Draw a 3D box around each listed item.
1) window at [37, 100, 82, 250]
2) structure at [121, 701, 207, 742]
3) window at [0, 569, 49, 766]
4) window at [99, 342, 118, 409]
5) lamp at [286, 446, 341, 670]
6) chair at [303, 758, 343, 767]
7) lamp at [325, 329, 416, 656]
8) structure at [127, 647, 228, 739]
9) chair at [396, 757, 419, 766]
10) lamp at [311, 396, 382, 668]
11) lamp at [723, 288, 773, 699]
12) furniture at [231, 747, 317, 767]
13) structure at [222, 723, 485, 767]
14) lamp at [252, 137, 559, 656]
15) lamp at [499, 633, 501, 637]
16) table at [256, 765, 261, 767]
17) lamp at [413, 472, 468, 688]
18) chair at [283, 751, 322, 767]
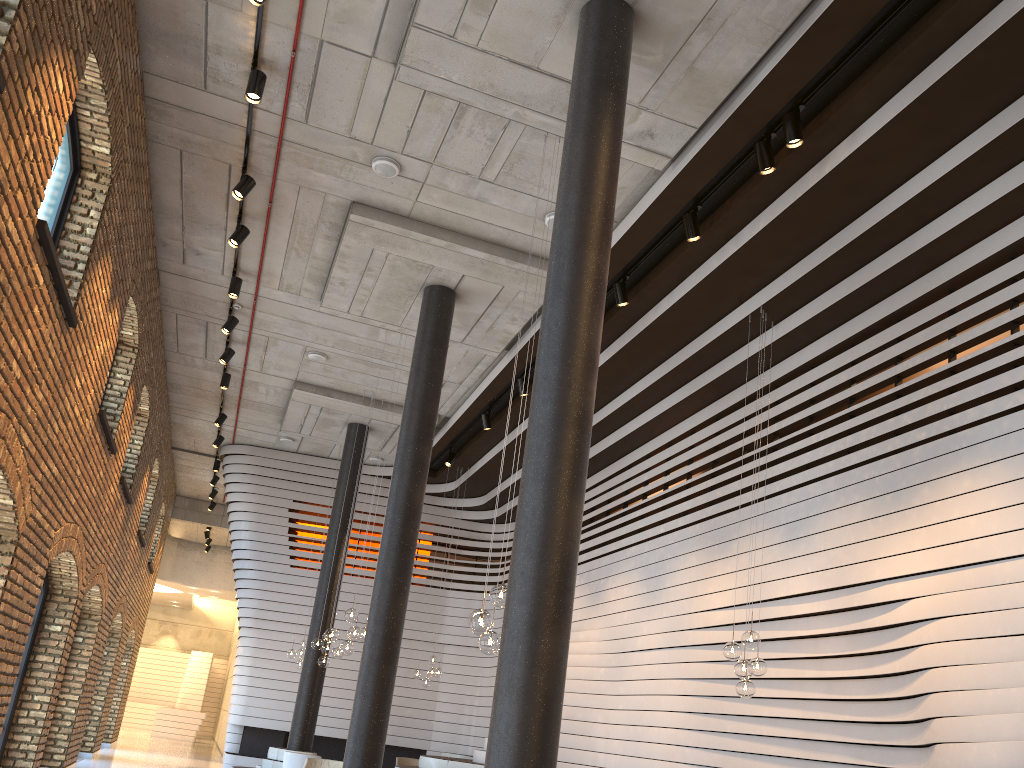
[{"bbox_3d":[-3.299,-1.453,6.162,0.126,1.406,1.617,12,-20,-15],"label":"window"},{"bbox_3d":[-11.820,11.493,30.081,2.587,0.870,7.637,24,-27,-35],"label":"structure"},{"bbox_3d":[-5.065,2.833,8.680,0.130,2.457,2.424,12,-20,-15],"label":"window"},{"bbox_3d":[-4.561,-0.203,9.647,0.126,1.406,1.617,12,-20,-15],"label":"window"},{"bbox_3d":[-3.437,2.806,15.895,0.277,4.486,0.557,-3,-20,30],"label":"lamp"},{"bbox_3d":[-2.212,4.755,10.198,0.656,0.743,0.734,7,-19,1],"label":"chair"},{"bbox_3d":[-1.656,0.994,10.854,0.550,4.531,0.299,18,-20,-30],"label":"lamp"},{"bbox_3d":[-12.650,11.293,32.407,4.547,2.778,5.989,14,-22,-15],"label":"structure"},{"bbox_3d":[-1.652,6.694,14.781,0.722,0.743,0.667,-12,-27,43],"label":"chair"},{"bbox_3d":[-2.382,1.935,13.261,0.277,4.486,0.556,-4,-20,33],"label":"lamp"},{"bbox_3d":[2.283,0.586,8.365,0.336,4.569,0.543,-4,-20,33],"label":"lamp"},{"bbox_3d":[-3.577,5.883,13.359,1.281,0.700,1.822,15,-23,-19],"label":"furniture"},{"bbox_3d":[0.389,5.061,10.306,5.799,0.899,18.731,15,-23,-18],"label":"structure"},{"bbox_3d":[3.253,-1.653,2.285,9.062,4.474,43.172,14,-23,-15],"label":"lamp"},{"bbox_3d":[0.180,1.451,11.374,0.295,4.531,0.558,14,-18,-20],"label":"lamp"},{"bbox_3d":[-3.830,6.476,14.448,0.919,0.359,0.421,24,-26,-37],"label":"table"},{"bbox_3d":[-1.188,3.083,15.835,0.545,4.531,0.302,5,-17,8],"label":"lamp"},{"bbox_3d":[-2.714,5.248,11.575,0.658,0.743,0.731,1,-21,19],"label":"chair"}]
